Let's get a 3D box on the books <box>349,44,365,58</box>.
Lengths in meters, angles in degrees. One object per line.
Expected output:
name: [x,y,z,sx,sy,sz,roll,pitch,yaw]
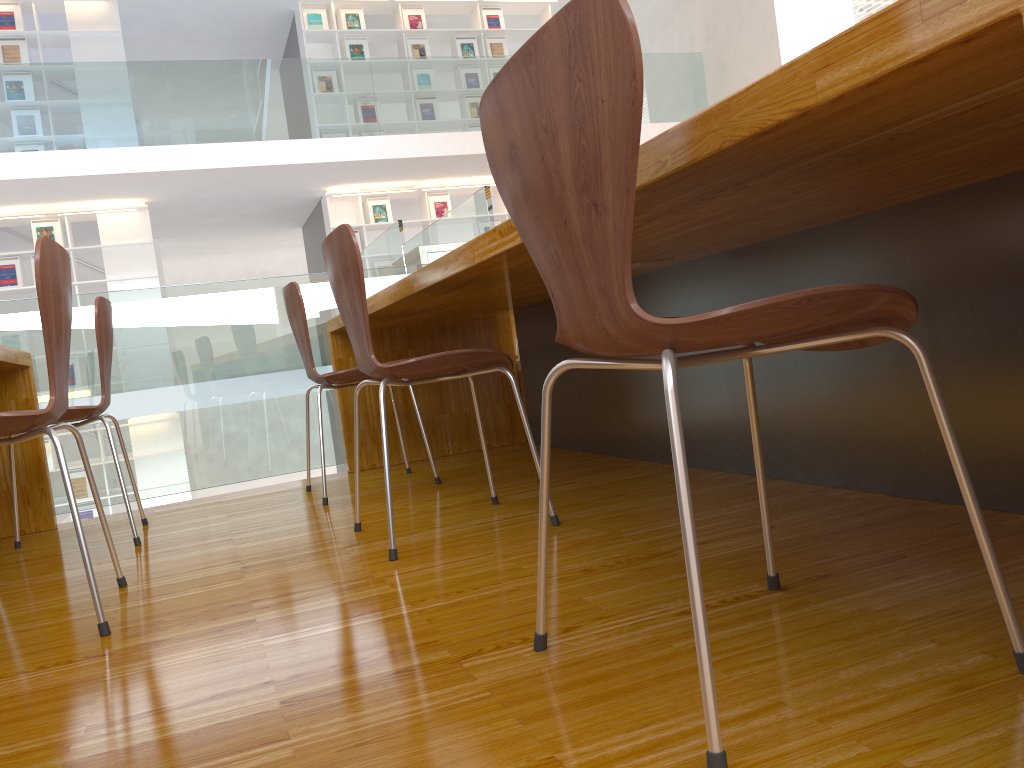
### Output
books: [-1.649,-3.520,9.465,0.145,0.210,0.037,-9,2,-20]

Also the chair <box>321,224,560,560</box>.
chair: [-0.189,-0.009,2.035,0.381,0.693,0.428,-9,2,-20]

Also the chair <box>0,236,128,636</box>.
chair: [-0.976,0.113,1.631,0.381,0.693,0.428,-9,2,-20]

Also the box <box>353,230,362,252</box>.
box: [-1.759,-1.482,9.509,0.245,0.296,0.274,-9,2,-20]

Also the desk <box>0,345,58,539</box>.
desk: [-1.610,0.463,1.323,1.248,1.022,3.216,-9,2,-20]

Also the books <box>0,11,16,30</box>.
books: [-4.725,-3.379,8.289,0.145,0.210,0.037,-9,2,-20]

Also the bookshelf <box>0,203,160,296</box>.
bookshelf: [-5.187,-0.619,8.190,3.666,1.836,0.498,-9,2,-20]

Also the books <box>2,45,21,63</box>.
books: [-4.682,-3.067,8.300,0.145,0.210,0.037,-9,2,-20]

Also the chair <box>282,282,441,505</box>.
chair: [-0.518,0.004,2.948,0.381,0.693,0.428,-9,2,-20]

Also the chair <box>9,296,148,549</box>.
chair: [-1.306,0.126,2.545,0.381,0.693,0.428,-9,2,-20]

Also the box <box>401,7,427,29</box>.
box: [-1.095,-3.982,9.782,0.245,0.296,0.274,-9,2,-20]

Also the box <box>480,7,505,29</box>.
box: [-0.237,-4.109,10.096,0.245,0.296,0.274,-9,2,-20]

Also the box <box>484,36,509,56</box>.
box: [-0.193,-3.784,10.107,0.245,0.296,0.274,-9,2,-20]

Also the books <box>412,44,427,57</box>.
books: [-1.011,-3.613,9.697,0.145,0.210,0.037,-9,2,-20]

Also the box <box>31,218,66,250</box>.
box: [-4.430,-1.412,8.477,0.245,0.296,0.274,-9,2,-20]

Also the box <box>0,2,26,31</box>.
box: [-4.760,-3.431,8.388,0.245,0.296,0.274,-9,2,-20]

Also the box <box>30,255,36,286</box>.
box: [-4.431,-1.079,8.472,0.245,0.296,0.274,-9,2,-20]

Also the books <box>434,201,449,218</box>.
books: [-0.771,-1.901,9.762,0.145,0.210,0.037,-9,2,-20]

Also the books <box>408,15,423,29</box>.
books: [-1.049,-3.931,9.691,0.145,0.210,0.037,-9,2,-20]

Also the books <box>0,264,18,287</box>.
books: [-4.700,-1.006,8.264,0.145,0.210,0.037,-9,2,-20]

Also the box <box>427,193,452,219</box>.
box: [-0.817,-1.956,9.853,0.245,0.296,0.274,-9,2,-20]

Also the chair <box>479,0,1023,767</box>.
chair: [0.227,-0.029,0.995,0.381,0.693,0.428,-9,2,-20]

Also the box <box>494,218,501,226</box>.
box: [-0.252,-1.707,10.056,0.245,0.296,0.274,-9,2,-20]

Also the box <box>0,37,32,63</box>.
box: [-4.708,-3.106,8.402,0.245,0.296,0.274,-9,2,-20]

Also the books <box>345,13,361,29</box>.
books: [-1.691,-3.851,9.458,0.145,0.210,0.037,-9,2,-20]

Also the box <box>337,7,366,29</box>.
box: [-1.727,-3.886,9.555,0.245,0.296,0.274,-9,2,-20]

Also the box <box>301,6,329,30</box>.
box: [-2.096,-3.831,9.421,0.245,0.296,0.274,-9,2,-20]

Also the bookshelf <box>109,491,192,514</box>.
bookshelf: [-4.925,1.422,8.309,3.666,1.836,0.397,-9,2,-20]

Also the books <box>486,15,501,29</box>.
books: [-0.203,-4.057,9.998,0.145,0.210,0.037,-9,2,-20]

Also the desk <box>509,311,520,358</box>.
desk: [0.943,-0.686,6.058,3.196,0.757,1.248,-9,2,-20]

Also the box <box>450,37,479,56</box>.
box: [-0.524,-3.734,9.987,0.245,0.296,0.274,-9,2,-20]

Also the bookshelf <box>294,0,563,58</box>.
bookshelf: [-0.751,-3.351,9.827,2.984,1.836,0.498,-9,2,-20]

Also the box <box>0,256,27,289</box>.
box: [-4.748,-1.035,8.357,0.245,0.296,0.274,-9,2,-20]

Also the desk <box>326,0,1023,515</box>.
desk: [0.223,-0.024,2.084,0.760,0.606,3.356,-9,2,-20]

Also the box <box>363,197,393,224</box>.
box: [-1.449,-1.860,9.626,0.245,0.296,0.274,-9,2,-20]

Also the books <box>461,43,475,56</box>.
books: [-0.486,-3.697,9.891,0.145,0.210,0.037,-9,2,-20]

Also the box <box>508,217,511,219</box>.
box: [0.084,-1.758,10.178,0.245,0.296,0.274,-9,2,-20]

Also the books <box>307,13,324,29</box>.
books: [-2.065,-3.799,9.322,0.145,0.210,0.037,-9,2,-20]

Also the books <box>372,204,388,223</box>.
books: [-1.414,-1.821,9.529,0.145,0.210,0.037,-9,2,-20]

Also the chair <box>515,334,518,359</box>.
chair: [0.229,-0.520,5.074,0.428,0.693,0.381,-9,2,-20]

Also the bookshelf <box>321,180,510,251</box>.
bookshelf: [-0.473,-1.325,9.897,2.984,1.836,0.498,-9,2,-20]

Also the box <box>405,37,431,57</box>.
box: [-1.047,-3.656,9.797,0.245,0.296,0.274,-9,2,-20]

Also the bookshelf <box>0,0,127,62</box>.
bookshelf: [-5.465,-2.646,8.119,3.666,1.836,0.498,-9,2,-20]

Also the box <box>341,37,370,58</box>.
box: [-1.681,-3.563,9.567,0.245,0.296,0.274,-9,2,-20]

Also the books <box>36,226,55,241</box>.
books: [-4.402,-1.381,8.374,0.145,0.210,0.037,-9,2,-20]

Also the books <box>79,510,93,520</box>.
books: [-4.067,1.323,8.456,0.145,0.210,0.037,-9,2,-20]

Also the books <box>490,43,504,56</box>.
books: [-0.160,-3.746,10.009,0.145,0.210,0.037,-9,2,-20]

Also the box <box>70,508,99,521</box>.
box: [-4.106,1.286,8.555,0.245,0.296,0.274,-9,2,-20]
